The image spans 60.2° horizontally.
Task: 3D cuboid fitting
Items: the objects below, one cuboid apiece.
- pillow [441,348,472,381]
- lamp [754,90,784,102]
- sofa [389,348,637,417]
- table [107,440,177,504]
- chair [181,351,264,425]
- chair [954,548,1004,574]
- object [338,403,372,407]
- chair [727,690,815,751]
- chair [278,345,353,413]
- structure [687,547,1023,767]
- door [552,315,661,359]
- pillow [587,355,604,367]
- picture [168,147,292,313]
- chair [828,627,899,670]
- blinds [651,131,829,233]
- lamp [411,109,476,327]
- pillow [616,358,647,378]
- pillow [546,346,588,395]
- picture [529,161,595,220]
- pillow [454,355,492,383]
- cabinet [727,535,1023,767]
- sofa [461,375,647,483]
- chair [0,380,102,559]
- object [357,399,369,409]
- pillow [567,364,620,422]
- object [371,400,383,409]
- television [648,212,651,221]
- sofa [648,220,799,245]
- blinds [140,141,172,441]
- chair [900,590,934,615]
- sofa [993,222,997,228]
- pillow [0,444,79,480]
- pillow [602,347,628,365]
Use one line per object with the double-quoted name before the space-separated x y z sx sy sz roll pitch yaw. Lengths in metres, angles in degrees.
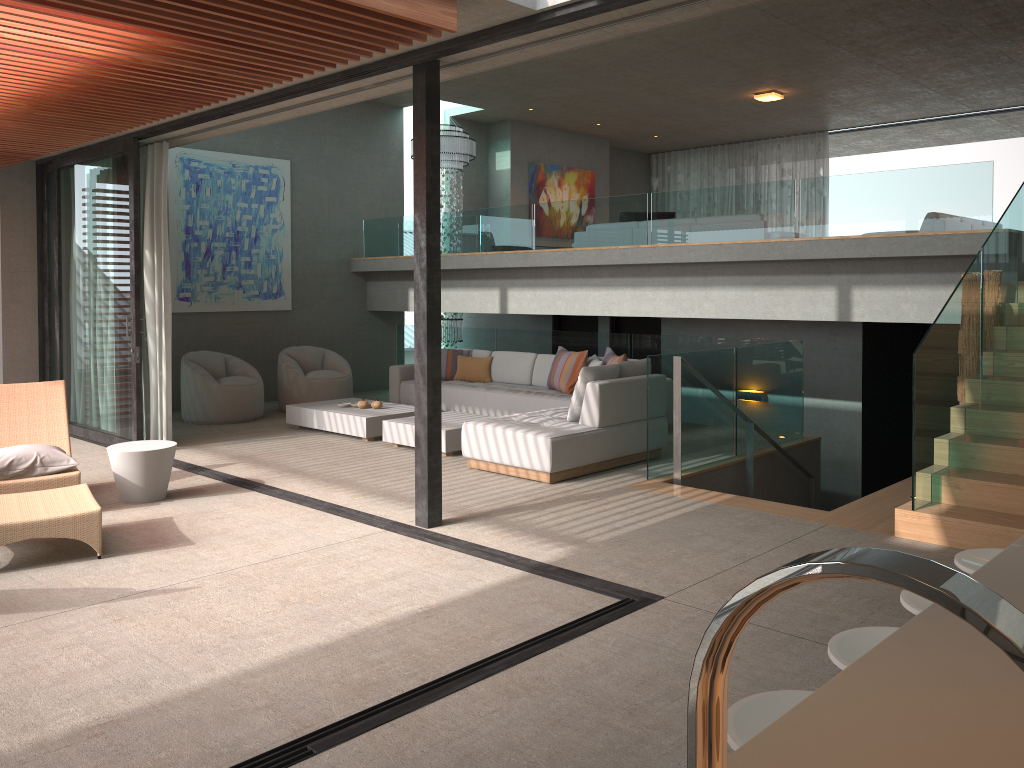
"pillow" -0.800 -0.242 10.869 0.655 0.441 0.341 0 3 -3
"lamp" 3.681 -4.118 12.660 0.301 0.092 0.301 5 8 43
"sofa" 0.081 0.038 10.050 3.466 0.751 1.051 5 7 43
"table" -2.696 0.645 6.455 0.475 0.392 0.477 2 5 25
"chair" -3.382 0.018 10.339 0.924 0.785 0.922 -4 5 -42
"chair" 1.609 0.885 2.805 0.382 0.622 0.383 2 4 44
"object" -1.648 0.229 9.473 0.437 0.039 0.155 0 6 0
"chair" 0.610 1.000 1.755 0.382 0.622 0.383 2 4 44
"chair" -2.479 -0.072 11.151 0.923 0.785 0.923 -2 4 -22
"structure" 0.231 0.321 0.545 0.258 0.440 0.097 2 3 44
"door" 1.275 0.250 4.760 5.774 4.459 15.394 1 6 16
"pillow" 0.837 -0.093 9.387 0.239 0.404 0.597 0 5 -3
"picture" -3.638 -1.971 11.512 0.030 2.044 1.724 1 3 44
"chair" 0.952 0.960 2.116 0.382 0.622 0.383 2 4 44
"blinds" 4.220 -3.244 16.966 3.855 2.722 0.223 4 4 43
"lamp" -1.061 -2.416 13.701 1.000 3.931 1.002 1 2 24
"pillow" 1.030 0.028 7.857 0.238 0.497 0.493 2 4 44
"pillow" 0.584 -0.140 9.589 0.311 0.493 0.739 -1 5 -23
"picture" 0.907 -3.189 15.520 0.030 1.247 1.755 1 4 44
"pillow" -0.465 -0.180 10.720 0.463 0.324 0.227 0 3 7
"cabinet" 1.114 0.893 1.443 0.802 0.897 4.132 3 6 43
"sofa" 0.478 0.304 7.640 1.014 0.731 1.600 4 7 43
"chair" -3.210 0.501 5.787 0.701 0.824 2.302 -2 6 -31
"object" -1.577 0.207 9.359 0.119 0.106 0.120 -4 5 -42
"pillow" 0.696 0.077 7.511 0.266 0.482 0.493 2 4 44
"object" -1.425 0.210 9.329 0.119 0.106 0.120 -1 4 -12
"television" 2.324 -2.653 15.147 0.960 0.582 0.189 0 2 0
"sofa" 2.255 -1.747 11.756 3.254 0.862 0.976 5 7 43
"blinds" -4.125 -0.947 9.282 2.429 2.917 0.223 3 3 43
"chair" 1.283 0.922 2.463 0.382 0.622 0.383 2 4 44
"sofa" 5.697 -1.751 11.692 0.976 0.862 3.255 4 7 43
"pillow" -3.355 0.525 6.093 0.596 0.193 0.595 -4 7 -35
"pillow" 1.043 -0.109 9.172 0.279 0.503 0.700 0 4 -3
